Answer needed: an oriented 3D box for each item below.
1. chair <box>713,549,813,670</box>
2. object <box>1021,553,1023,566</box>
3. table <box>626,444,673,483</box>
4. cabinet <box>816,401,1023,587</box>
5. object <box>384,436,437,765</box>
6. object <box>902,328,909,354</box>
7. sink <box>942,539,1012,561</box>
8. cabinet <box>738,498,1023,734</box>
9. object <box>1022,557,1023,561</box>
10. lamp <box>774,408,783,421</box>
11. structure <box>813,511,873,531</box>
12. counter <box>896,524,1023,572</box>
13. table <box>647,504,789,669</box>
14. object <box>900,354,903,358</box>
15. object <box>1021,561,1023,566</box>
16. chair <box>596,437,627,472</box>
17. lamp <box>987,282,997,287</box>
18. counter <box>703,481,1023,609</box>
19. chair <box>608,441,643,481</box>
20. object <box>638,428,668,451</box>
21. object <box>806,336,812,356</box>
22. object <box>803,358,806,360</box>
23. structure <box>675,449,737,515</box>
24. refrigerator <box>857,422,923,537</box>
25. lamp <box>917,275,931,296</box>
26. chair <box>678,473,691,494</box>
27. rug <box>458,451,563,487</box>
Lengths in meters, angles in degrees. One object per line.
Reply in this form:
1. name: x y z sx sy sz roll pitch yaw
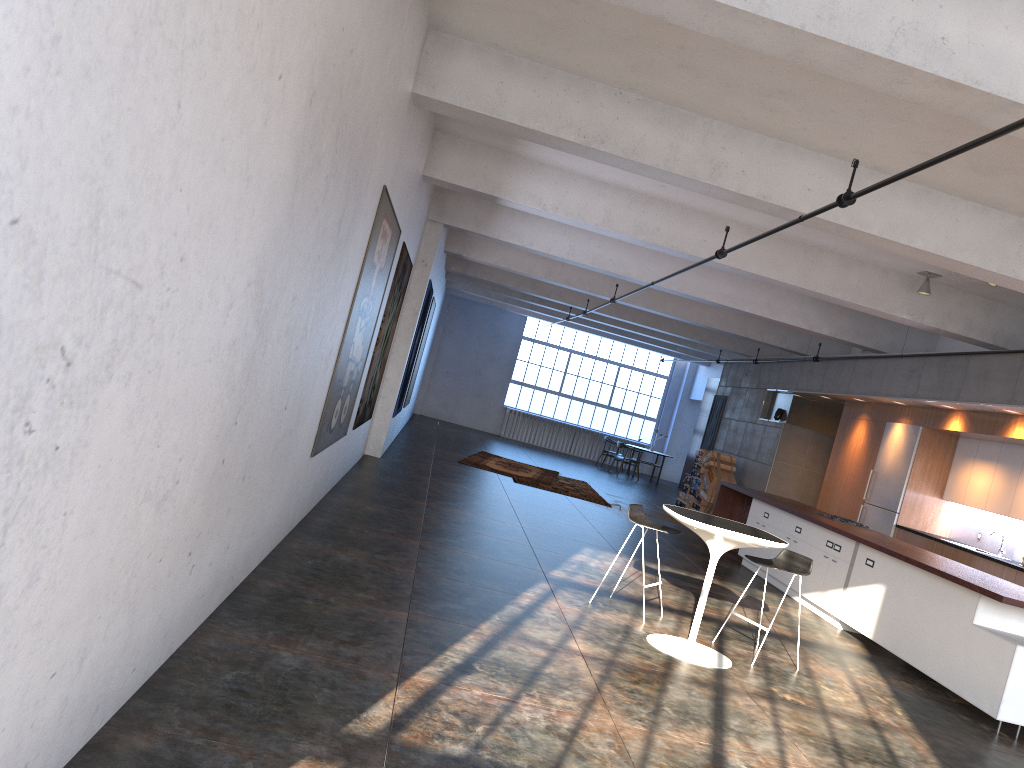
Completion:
1. chair: 1.940 1.697 6.714 0.515 0.895 0.454 15 0 -29
2. object: 6.832 2.812 16.499 0.945 1.214 13.239 15 0 6
3. table: 3.617 2.211 23.990 1.280 0.851 1.340 15 0 38
4. cabinet: 6.653 1.887 10.883 2.390 2.562 8.067 15 0 -5
5. object: 4.256 2.891 12.883 19.842 0.001 27.069 15 0 -5
6. object: 5.885 2.003 10.032 0.050 0.053 0.065 15 0 32
7. sink: 5.694 2.133 10.948 0.525 0.192 0.726 15 0 -5
8. cabinet: 3.752 2.126 9.150 0.926 0.930 5.621 15 0 -4
9. object: 5.593 0.803 11.097 0.054 2.228 2.364 15 0 -29
10. lamp: 4.930 0.575 16.333 0.215 0.259 0.168 15 0 -24
11. structure: 3.990 1.656 10.707 0.514 0.072 0.637 15 0 -5
12. counter: 6.231 2.203 10.100 1.615 0.039 4.438 15 0 -5
13. table: 1.386 1.453 6.317 0.832 0.951 0.825 15 0 -6
14. object: 5.921 2.016 9.993 0.052 0.053 0.062 15 0 1
15. object: 5.786 0.860 8.683 0.057 2.310 2.947 15 0 14
16. chair: 2.772 1.929 24.332 0.663 0.864 0.739 15 0 21
17. lamp: 4.714 -1.079 8.593 0.225 0.287 0.130 15 0 -22
18. counter: 3.725 2.090 9.758 1.147 0.971 6.623 15 0 -4
19. chair: 2.979 1.982 22.949 0.683 0.864 0.717 15 0 -19
20. object: 3.816 1.495 23.971 0.777 0.624 0.239 15 0 -4
21. object: 5.948 1.976 10.116 0.058 0.060 0.051 15 0 29
22. object: 5.915 1.968 9.983 0.063 0.051 0.052 15 0 -13
23. structure: 3.826 1.953 17.467 0.641 1.315 1.904 15 0 -5
24. refrigerator: 5.386 1.648 12.712 0.221 2.191 0.949 15 0 -7
25. lamp: 4.718 -1.133 10.086 0.152 0.216 0.159 15 0 32
26. chair: 4.515 2.331 21.535 0.659 0.988 0.425 15 0 -6
27. rug: 0.031 1.571 16.745 1.871 0.048 3.533 15 0 5
